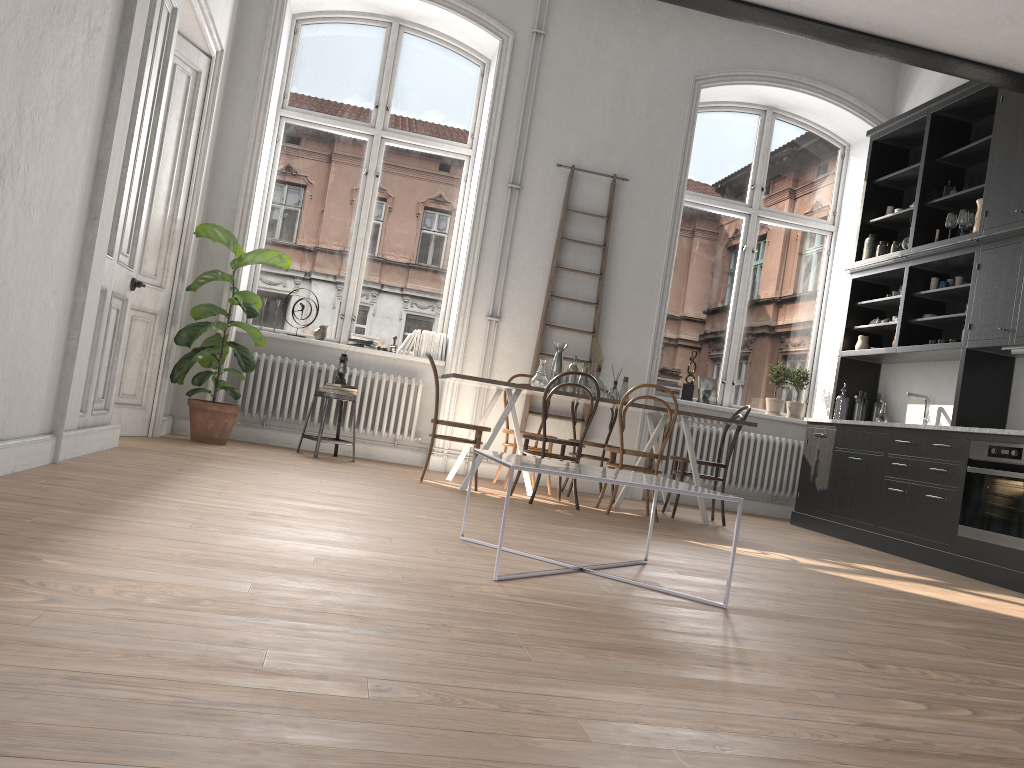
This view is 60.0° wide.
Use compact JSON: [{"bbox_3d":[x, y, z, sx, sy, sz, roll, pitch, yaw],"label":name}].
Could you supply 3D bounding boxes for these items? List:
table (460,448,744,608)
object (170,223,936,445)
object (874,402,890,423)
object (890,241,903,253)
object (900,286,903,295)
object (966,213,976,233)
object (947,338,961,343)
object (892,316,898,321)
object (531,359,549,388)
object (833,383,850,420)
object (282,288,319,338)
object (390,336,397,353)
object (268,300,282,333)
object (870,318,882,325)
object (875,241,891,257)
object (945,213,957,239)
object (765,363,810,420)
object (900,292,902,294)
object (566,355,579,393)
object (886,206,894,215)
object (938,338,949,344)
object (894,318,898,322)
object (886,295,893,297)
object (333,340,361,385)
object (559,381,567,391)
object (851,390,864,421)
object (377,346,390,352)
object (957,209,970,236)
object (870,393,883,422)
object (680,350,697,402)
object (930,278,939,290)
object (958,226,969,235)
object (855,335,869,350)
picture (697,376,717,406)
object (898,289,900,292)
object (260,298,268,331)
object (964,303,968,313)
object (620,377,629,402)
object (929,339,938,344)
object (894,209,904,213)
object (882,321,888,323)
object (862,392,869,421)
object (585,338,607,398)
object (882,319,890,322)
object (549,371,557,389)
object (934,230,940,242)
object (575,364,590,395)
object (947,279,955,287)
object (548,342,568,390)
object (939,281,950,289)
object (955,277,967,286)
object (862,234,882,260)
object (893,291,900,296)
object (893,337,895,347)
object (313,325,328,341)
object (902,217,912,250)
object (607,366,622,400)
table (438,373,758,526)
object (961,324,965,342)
[{"bbox_3d":[0.299,0.534,3.472,0.849,0.392,0.849,9,-2,-11],"label":"table"},{"bbox_3d":[0.334,-0.060,7.010,5.828,1.842,0.792,9,-2,-6],"label":"object"},{"bbox_3d":[3.169,0.265,7.581,0.132,0.219,0.120,9,-2,-11],"label":"object"},{"bbox_3d":[3.267,-1.131,7.542,0.097,0.150,0.096,10,-2,-22],"label":"object"},{"bbox_3d":[3.253,-0.757,7.375,0.060,0.107,0.060,8,-2,17],"label":"object"},{"bbox_3d":[3.457,-1.170,6.670,0.083,0.221,0.083,9,-2,-12],"label":"object"},{"bbox_3d":[3.280,-0.309,6.555,0.104,0.059,0.088,9,-2,-2],"label":"object"},{"bbox_3d":[3.213,-0.539,7.439,0.039,0.055,0.049,9,-2,10],"label":"object"},{"bbox_3d":[0.210,-0.068,6.464,0.132,0.219,0.132,10,-2,-21],"label":"object"},{"bbox_3d":[2.888,0.161,7.749,0.109,0.349,0.109,10,-2,-30],"label":"object"},{"bbox_3d":[-1.824,-0.613,7.642,0.347,0.425,0.087,8,-2,22],"label":"object"},{"bbox_3d":[-1.030,-0.346,7.755,0.048,0.153,0.088,10,-2,-41],"label":"object"},{"bbox_3d":[-2.015,-0.576,7.584,0.095,0.289,0.095,9,-2,12],"label":"object"},{"bbox_3d":[3.190,-0.529,7.745,0.140,0.100,0.125,10,-2,-29],"label":"object"},{"bbox_3d":[3.195,-1.142,7.632,0.114,0.155,0.114,9,-2,-7],"label":"object"},{"bbox_3d":[3.338,-1.186,6.748,0.083,0.221,0.083,8,-2,21],"label":"object"},{"bbox_3d":[2.635,0.061,8.526,0.500,0.524,0.234,10,-2,-21],"label":"object"},{"bbox_3d":[3.234,-0.732,7.305,0.071,0.047,0.072,8,-2,27],"label":"object"},{"bbox_3d":[0.452,-0.065,6.641,0.086,0.301,0.086,10,-2,-25],"label":"object"},{"bbox_3d":[3.323,-1.486,7.803,0.059,0.135,0.082,8,-2,17],"label":"object"},{"bbox_3d":[3.241,-0.312,6.649,0.088,0.059,0.104,10,-2,-32],"label":"object"},{"bbox_3d":[3.200,-0.518,7.370,0.049,0.054,0.039,8,-2,15],"label":"object"},{"bbox_3d":[3.212,-0.727,7.526,0.071,0.047,0.072,8,-2,27],"label":"object"},{"bbox_3d":[-1.348,-0.183,7.219,0.163,0.383,0.154,10,-2,-37],"label":"object"},{"bbox_3d":[0.377,0.024,6.530,0.058,0.094,0.058,8,-2,17],"label":"object"},{"bbox_3d":[3.011,0.206,7.707,0.086,0.301,0.086,10,-2,-25],"label":"object"},{"bbox_3d":[-1.132,-0.309,7.793,0.088,0.048,0.153,8,-2,29],"label":"object"},{"bbox_3d":[3.365,-1.186,6.620,0.083,0.221,0.083,8,-2,36],"label":"object"},{"bbox_3d":[3.171,0.230,7.710,0.086,0.301,0.086,8,-2,35],"label":"object"},{"bbox_3d":[1.678,-0.078,8.337,0.122,0.488,0.102,9,-2,14],"label":"object"},{"bbox_3d":[3.350,-0.768,7.028,0.082,0.135,0.059,11,-2,-43],"label":"object"},{"bbox_3d":[3.441,-1.169,6.751,0.083,0.221,0.083,10,-2,-19],"label":"object"},{"bbox_3d":[3.063,-0.343,7.737,0.127,0.144,0.115,10,-2,-32],"label":"object"},{"bbox_3d":[1.834,0.069,8.410,0.222,0.264,0.148,10,-2,-27],"label":"picture"},{"bbox_3d":[3.294,-0.745,7.510,0.060,0.107,0.060,11,-2,-43],"label":"object"},{"bbox_3d":[-2.139,-0.595,7.619,0.095,0.289,0.095,8,-2,21],"label":"object"},{"bbox_3d":[3.362,-0.545,6.531,0.058,0.094,0.058,8,-2,29],"label":"object"},{"bbox_3d":[0.859,0.050,6.787,0.101,0.211,0.101,8,-2,29],"label":"object"},{"bbox_3d":[3.227,-0.310,6.761,0.088,0.059,0.104,10,-2,-22],"label":"object"},{"bbox_3d":[3.363,-1.464,7.702,0.096,0.095,0.096,8,-2,23],"label":"object"},{"bbox_3d":[3.189,-0.520,7.585,0.058,0.033,0.055,10,-2,-36],"label":"object"},{"bbox_3d":[3.089,0.221,7.802,0.086,0.301,0.086,9,-2,4],"label":"object"},{"bbox_3d":[0.646,-0.109,6.589,0.156,0.446,0.157,9,-2,7],"label":"object"},{"bbox_3d":[3.193,-0.539,7.586,0.055,0.047,0.058,9,-2,4],"label":"object"},{"bbox_3d":[0.305,-0.016,6.612,0.083,0.158,0.083,9,-2,-15],"label":"object"},{"bbox_3d":[3.352,-1.144,6.996,0.123,0.161,0.123,9,-2,-2],"label":"object"},{"bbox_3d":[0.544,-0.023,6.733,0.098,0.255,0.100,10,-2,-34],"label":"object"},{"bbox_3d":[3.442,-0.756,6.991,0.082,0.135,0.059,8,-2,17],"label":"object"},{"bbox_3d":[0.341,-0.120,6.734,0.116,0.383,0.116,9,-2,0],"label":"object"},{"bbox_3d":[3.364,-0.749,6.912,0.082,0.093,0.140,7,-3,44],"label":"object"},{"bbox_3d":[3.462,-0.758,6.853,0.059,0.135,0.082,10,-2,-28],"label":"object"},{"bbox_3d":[3.156,-1.185,7.770,0.118,0.238,0.118,10,-2,-25],"label":"object"},{"bbox_3d":[3.224,-0.739,7.443,0.064,0.069,0.064,8,-2,37],"label":"object"},{"bbox_3d":[3.142,-0.338,7.231,0.069,0.123,0.173,8,-2,21],"label":"object"},{"bbox_3d":[-1.658,-0.444,7.670,0.100,0.142,0.102,10,-2,-36],"label":"object"},{"bbox_3d":[3.263,-1.249,7.221,0.134,0.357,0.134,8,-2,34],"label":"object"},{"bbox_3d":[0.782,-0.002,6.695,0.107,0.283,0.106,9,-2,-16],"label":"object"},{"bbox_3d":[0.512,0.491,6.609,2.201,0.779,1.100,9,-2,-11],"label":"table"},{"bbox_3d":[3.337,-0.371,6.436,0.124,0.191,0.129,8,-2,17],"label":"object"}]
